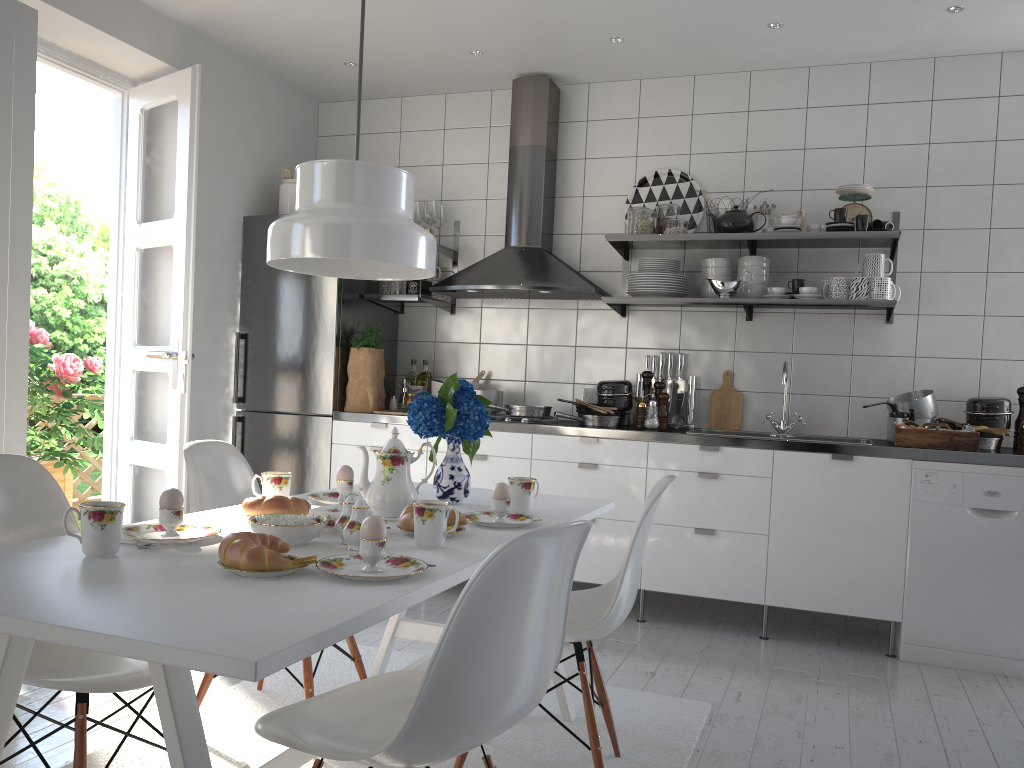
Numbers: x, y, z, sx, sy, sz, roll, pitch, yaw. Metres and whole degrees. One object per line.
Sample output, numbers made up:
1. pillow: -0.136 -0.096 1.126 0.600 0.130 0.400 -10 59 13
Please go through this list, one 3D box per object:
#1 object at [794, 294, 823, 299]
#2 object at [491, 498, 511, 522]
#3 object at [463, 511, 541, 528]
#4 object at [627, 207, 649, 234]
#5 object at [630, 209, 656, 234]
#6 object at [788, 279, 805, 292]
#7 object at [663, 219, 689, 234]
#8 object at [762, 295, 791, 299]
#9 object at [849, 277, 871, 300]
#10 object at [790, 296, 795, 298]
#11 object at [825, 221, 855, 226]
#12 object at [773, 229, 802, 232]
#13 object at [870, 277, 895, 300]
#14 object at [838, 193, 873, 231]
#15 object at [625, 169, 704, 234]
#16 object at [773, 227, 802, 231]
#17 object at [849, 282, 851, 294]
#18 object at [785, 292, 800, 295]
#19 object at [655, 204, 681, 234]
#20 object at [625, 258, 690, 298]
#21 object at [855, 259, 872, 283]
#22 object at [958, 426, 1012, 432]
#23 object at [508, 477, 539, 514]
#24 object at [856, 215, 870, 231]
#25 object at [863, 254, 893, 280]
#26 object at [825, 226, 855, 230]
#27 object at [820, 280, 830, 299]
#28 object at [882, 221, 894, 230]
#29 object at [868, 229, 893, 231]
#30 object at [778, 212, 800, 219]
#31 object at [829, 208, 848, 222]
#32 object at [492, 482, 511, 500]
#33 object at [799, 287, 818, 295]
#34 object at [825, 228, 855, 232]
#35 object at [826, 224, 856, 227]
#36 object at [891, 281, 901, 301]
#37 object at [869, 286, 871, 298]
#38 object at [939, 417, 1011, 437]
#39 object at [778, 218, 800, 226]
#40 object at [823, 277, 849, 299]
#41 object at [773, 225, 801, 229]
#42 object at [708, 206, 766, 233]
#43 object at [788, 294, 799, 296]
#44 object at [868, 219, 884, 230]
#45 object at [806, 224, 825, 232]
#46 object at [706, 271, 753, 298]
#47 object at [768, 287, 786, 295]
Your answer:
1. object: 1.288 -0.373 3.857 0.121 0.021 0.121 3 0 25
2. object: -0.028 0.314 2.215 0.048 0.057 0.048 2 1 -29
3. object: -0.028 0.341 2.216 0.200 0.016 0.201 3 0 25
4. object: 0.615 -0.767 4.315 0.121 0.171 0.121 4 2 40
5. object: 0.612 -0.747 4.154 0.121 0.130 0.121 3 1 6
6. object: 1.295 -0.436 4.026 0.055 0.078 0.070 2 1 -19
7. object: 0.755 -0.715 4.093 0.121 0.079 0.121 3 1 6
8. object: 1.171 -0.379 3.926 0.121 0.021 0.121 3 0 18
9. object: 1.501 -0.402 3.792 0.108 0.100 0.083 3 1 9
10. object: 1.296 -0.382 4.021 0.121 0.021 0.121 3 0 -35
11. object: 1.416 -0.682 3.826 0.121 0.023 0.121 3 0 -29
12. object: 1.217 -0.663 3.915 0.121 0.021 0.121 3 0 25
13. object: 1.579 -0.398 3.763 0.108 0.100 0.083 3 1 9
14. object: 1.539 -0.741 3.991 0.159 0.209 0.185 3 1 20
15. object: 0.755 -0.871 4.399 0.394 0.394 0.053 3 2 20
16. object: 1.217 -0.672 3.915 0.121 0.021 0.121 3 0 25
17. object: 1.521 -0.401 3.962 0.108 0.100 0.083 3 1 9
18. object: 1.296 -0.401 4.022 0.121 0.023 0.121 3 0 1
19. object: 0.740 -0.761 4.215 0.121 0.171 0.121 4 2 40
20. object: 0.691 -0.489 4.204 0.306 0.195 0.301 3 1 25
21. object: 1.579 -0.498 3.915 0.083 0.100 0.108 3 1 -11
22. object: 1.952 0.190 3.734 0.065 0.021 0.336 3 0 -16
23. object: 0.027 0.304 2.415 0.078 0.095 0.091 3 1 14
24. object: 1.495 -0.678 3.768 0.055 0.077 0.070 2 1 -17
25. object: 1.552 -0.500 3.768 0.083 0.100 0.108 2 1 -36
26. object: 1.417 -0.663 3.826 0.121 0.021 0.121 3 0 25
27. object: 1.417 -0.406 3.915 0.083 0.100 0.108 2 1 -36
28. object: 1.596 -0.677 3.807 0.069 0.059 0.082 3 1 -2
29. object: 1.571 -0.646 3.807 0.121 0.021 0.121 3 0 25
30. object: 1.218 -0.732 3.912 0.082 0.068 0.078 3 1 35
31. object: 1.412 -0.717 3.829 0.070 0.078 0.055 4 2 41
32. object: -0.026 0.277 2.213 0.048 0.063 0.048 3 2 24
33. object: 1.288 -0.394 3.855 0.079 0.048 0.083 3 1 33
34. object: 1.417 -0.653 3.827 0.121 0.021 0.121 3 0 -2
35. object: 1.418 -0.672 3.826 0.121 0.023 0.121 3 0 -38
36. object: 1.629 -0.396 3.864 0.108 0.100 0.083 3 1 6
37. object: 1.613 -0.397 3.945 0.083 0.100 0.108 2 1 -36
38. object: 1.927 0.178 3.706 0.059 0.061 0.333 2 0 -22
39. object: 1.216 -0.703 3.913 0.079 0.050 0.082 3 1 -7
40. object: 1.411 -0.406 3.842 0.083 0.100 0.108 3 1 -11
41. object: 1.215 -0.682 3.915 0.121 0.024 0.121 3 0 16
42. object: 1.014 -0.734 4.006 0.178 0.142 0.200 2 1 -28
43. object: 1.297 -0.392 4.019 0.121 0.023 0.121 3 0 -8
44. object: 1.557 -0.673 3.808 0.069 0.058 0.080 3 1 -7
45. object: 1.345 -0.678 3.932 0.079 0.048 0.083 3 1 33
46. object: 0.979 -0.445 4.008 0.210 0.135 0.102 3 1 2
47. object: 1.172 -0.400 3.923 0.079 0.048 0.082 3 1 13
